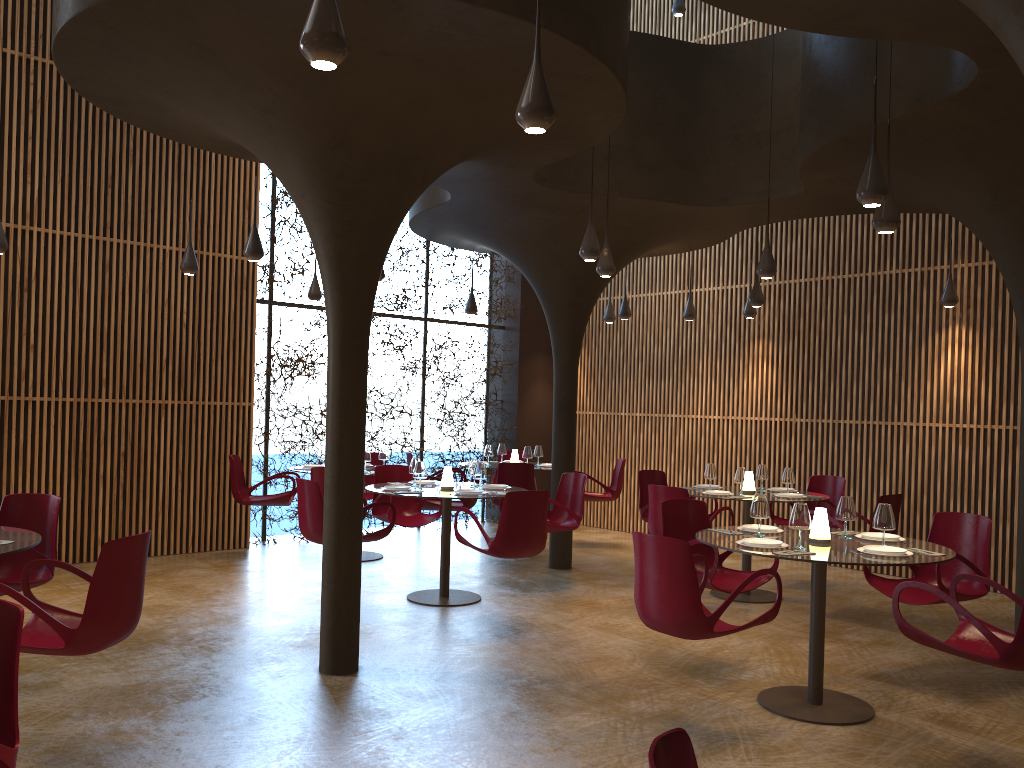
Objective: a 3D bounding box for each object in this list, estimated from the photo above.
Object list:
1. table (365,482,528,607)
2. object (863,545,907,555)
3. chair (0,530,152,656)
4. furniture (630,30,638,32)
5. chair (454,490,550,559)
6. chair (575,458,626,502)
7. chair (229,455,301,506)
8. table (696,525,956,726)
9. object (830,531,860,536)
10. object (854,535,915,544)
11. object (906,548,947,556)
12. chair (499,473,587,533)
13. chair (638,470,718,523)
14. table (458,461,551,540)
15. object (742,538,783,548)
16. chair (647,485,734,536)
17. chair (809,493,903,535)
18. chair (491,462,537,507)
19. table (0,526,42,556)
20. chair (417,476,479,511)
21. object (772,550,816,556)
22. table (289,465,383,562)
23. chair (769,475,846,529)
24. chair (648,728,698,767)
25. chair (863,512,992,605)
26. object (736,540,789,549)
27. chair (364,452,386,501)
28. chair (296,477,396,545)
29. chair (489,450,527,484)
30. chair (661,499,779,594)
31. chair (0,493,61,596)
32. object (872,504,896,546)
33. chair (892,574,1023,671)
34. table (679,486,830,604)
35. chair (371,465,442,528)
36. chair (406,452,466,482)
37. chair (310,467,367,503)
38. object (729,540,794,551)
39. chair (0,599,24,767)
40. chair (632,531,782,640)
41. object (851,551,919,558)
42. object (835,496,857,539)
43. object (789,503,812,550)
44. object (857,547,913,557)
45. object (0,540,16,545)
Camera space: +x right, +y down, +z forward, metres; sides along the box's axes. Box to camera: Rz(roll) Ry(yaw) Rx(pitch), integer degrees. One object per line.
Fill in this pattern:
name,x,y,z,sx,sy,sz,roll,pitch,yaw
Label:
table,-0.682,1.642,9.116,1.672,1.130,1.672,2,-1,-23
object,2.372,1.061,5.641,0.263,0.029,0.263,3,-2,-34
chair,-2.383,1.093,4.711,0.872,0.636,0.625,2,-1,6
furniture,0.780,-3.114,11.140,3.882,1.047,3.793,1,-1,25
chair,-0.053,1.244,8.045,0.625,0.636,0.872,2,-1,-32
chair,1.230,1.407,13.034,0.872,0.636,0.625,2,-1,-2
chair,-3.168,1.234,11.311,0.872,0.636,0.625,2,-1,-7
table,2.098,1.649,6.090,1.672,1.130,1.672,2,-1,-23
object,2.468,1.103,6.550,0.262,0.017,0.126,3,-2,-31
object,2.612,1.095,6.279,0.204,0.012,0.410,3,-2,-35
object,2.659,1.089,5.736,0.126,0.017,0.262,2,-2,-22
chair,0.389,1.298,9.675,0.873,0.636,0.625,2,-1,-32
chair,1.890,1.361,10.439,0.625,0.636,0.872,2,-1,-37
table,0.021,1.762,13.081,1.672,1.130,1.672,2,-1,0
object,1.641,1.044,5.815,0.263,0.029,0.263,2,-2,-24
chair,1.743,1.318,8.889,0.625,0.636,0.873,1,-1,43
chair,3.376,1.363,8.742,0.625,0.636,0.872,2,-1,-42
chair,0.032,1.342,11.844,0.625,0.636,0.873,2,-1,-2
table,-3.574,1.452,4.920,1.672,1.130,1.673,2,-1,11
chair,-0.814,1.304,11.339,0.872,0.636,0.625,2,-1,-2
object,1.762,1.057,5.538,0.262,0.017,0.126,2,-2,-27
table,-2.023,1.659,11.385,1.672,1.130,1.672,2,-1,0
chair,3.529,1.409,10.424,0.873,0.636,0.625,2,-1,-42
chair,0.707,1.111,1.800,0.872,0.636,0.625,2,-1,10
chair,3.169,1.305,6.649,0.873,0.636,0.625,2,-1,-32
object,1.641,1.053,5.815,0.331,0.014,0.332,1,-2,37
chair,-2.061,1.294,12.405,0.625,0.636,0.873,2,-1,3
chair,-1.636,1.208,8.473,0.873,0.636,0.625,2,-1,-37
chair,-0.016,1.396,14.100,0.625,0.636,0.873,2,-1,3
chair,1.557,1.265,6.949,0.625,0.636,0.872,2,-1,-27
chair,-3.472,1.091,5.937,0.625,0.636,0.873,2,-1,11
object,2.459,0.942,5.859,0.142,0.295,0.142,2,0,22
chair,2.727,1.251,5.019,0.625,0.636,0.872,2,-1,-32
table,2.571,1.753,9.690,1.673,1.130,1.672,2,-1,-33
chair,-1.223,1.258,9.974,0.625,0.636,0.872,2,-1,-27
chair,-1.124,1.336,13.007,0.872,0.636,0.625,2,-1,-7
chair,-2.012,1.239,10.149,0.625,0.636,0.873,2,-1,-2
object,1.638,1.055,5.819,0.204,0.012,0.410,3,-2,-31
chair,-1.918,1.056,2.686,0.625,0.636,0.873,2,-1,3
chair,1.144,1.215,5.448,0.873,0.636,0.625,2,-1,-37
object,2.368,1.072,5.639,0.411,0.012,0.204,2,-2,-26
object,2.384,0.951,6.327,0.142,0.295,0.142,2,0,-10
object,1.870,0.922,5.753,0.142,0.295,0.142,2,0,39
object,2.372,1.071,5.641,0.332,0.014,0.332,2,-1,-9
object,-2.996,0.905,5.066,0.262,0.017,0.126,2,-1,7
